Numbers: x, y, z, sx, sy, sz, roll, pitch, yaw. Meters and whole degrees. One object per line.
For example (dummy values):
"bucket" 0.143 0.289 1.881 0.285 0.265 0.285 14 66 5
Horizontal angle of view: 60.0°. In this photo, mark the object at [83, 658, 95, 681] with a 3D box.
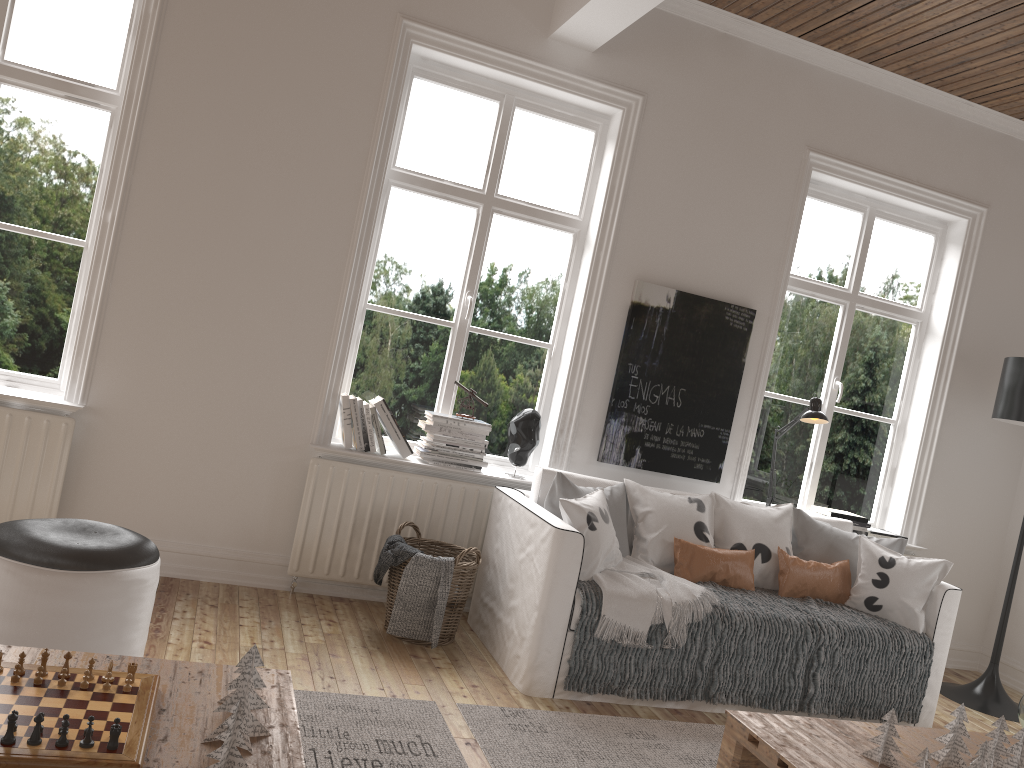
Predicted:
"object" -0.911 0.615 1.918 0.022 0.047 0.022 12 1 14

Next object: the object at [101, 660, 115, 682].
"object" -0.876 0.624 1.931 0.026 0.044 0.026 12 1 27

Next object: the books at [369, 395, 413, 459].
"books" -0.563 0.198 4.121 0.226 0.255 0.176 11 1 -18

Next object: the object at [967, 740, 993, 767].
"object" 1.225 1.020 2.331 0.097 0.178 0.103 13 1 35

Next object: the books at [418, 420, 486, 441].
"books" -0.289 0.219 4.221 0.296 0.028 0.180 11 1 -18

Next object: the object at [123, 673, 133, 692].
"object" -0.822 0.639 1.901 0.017 0.037 0.017 12 1 1

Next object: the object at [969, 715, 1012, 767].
"object" 1.453 1.069 2.648 0.090 0.164 0.095 12 1 -11

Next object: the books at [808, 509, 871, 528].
"books" 1.800 0.742 4.883 0.258 0.023 0.212 11 1 -18

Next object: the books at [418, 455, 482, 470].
"books" -0.298 0.365 4.204 0.285 0.012 0.159 11 1 -18

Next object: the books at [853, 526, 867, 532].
"books" 1.790 0.764 4.873 0.242 0.023 0.191 11 1 -20

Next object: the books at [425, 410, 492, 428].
"books" -0.257 0.166 4.198 0.288 0.016 0.182 11 1 -18

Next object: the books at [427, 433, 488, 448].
"books" -0.263 0.264 4.219 0.263 0.017 0.167 11 1 -18

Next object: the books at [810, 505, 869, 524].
"books" 1.797 0.716 4.877 0.239 0.028 0.190 12 1 -16

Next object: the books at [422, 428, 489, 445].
"books" -0.272 0.244 4.229 0.288 0.016 0.182 11 1 -18

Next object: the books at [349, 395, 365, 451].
"books" -0.720 0.176 4.064 0.112 0.235 0.172 11 1 -18

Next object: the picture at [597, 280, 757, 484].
"picture" 0.834 0.000 4.454 0.680 0.908 0.041 11 1 -18

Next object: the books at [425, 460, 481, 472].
"books" -0.287 0.380 4.213 0.254 0.012 0.161 11 1 -18

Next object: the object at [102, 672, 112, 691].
"object" -0.860 0.631 1.887 0.017 0.037 0.017 12 1 1

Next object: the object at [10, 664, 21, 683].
"object" -1.025 0.598 1.836 0.017 0.037 0.017 12 1 1

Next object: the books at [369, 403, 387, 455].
"books" -0.630 0.206 4.096 0.118 0.213 0.161 11 1 -18

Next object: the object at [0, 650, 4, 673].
"object" -1.080 0.582 1.865 0.026 0.044 0.026 12 1 27

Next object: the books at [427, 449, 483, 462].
"books" -0.279 0.330 4.218 0.254 0.013 0.161 11 1 -18

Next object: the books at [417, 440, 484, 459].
"books" -0.296 0.312 4.226 0.288 0.016 0.182 11 1 -18

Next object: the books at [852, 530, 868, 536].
"books" 1.790 0.792 4.883 0.258 0.032 0.191 12 1 -16

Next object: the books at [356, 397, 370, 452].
"books" -0.691 0.184 4.077 0.104 0.232 0.152 11 1 -18

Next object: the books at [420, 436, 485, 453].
"books" -0.285 0.287 4.211 0.285 0.012 0.159 11 1 -18

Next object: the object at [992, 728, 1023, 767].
"object" 1.420 1.049 2.478 0.113 0.195 0.107 12 1 -11

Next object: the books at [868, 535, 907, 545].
"books" 2.044 0.853 4.962 0.253 0.014 0.187 11 1 -18

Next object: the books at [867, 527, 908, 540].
"books" 2.046 0.826 4.969 0.251 0.012 0.202 11 1 -16

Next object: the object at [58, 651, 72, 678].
"object" -0.957 0.601 1.906 0.025 0.055 0.025 12 1 14

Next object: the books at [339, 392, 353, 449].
"books" -0.763 0.165 4.061 0.093 0.239 0.172 11 1 -18

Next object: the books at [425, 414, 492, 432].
"books" -0.258 0.182 4.210 0.288 0.016 0.182 11 1 -18

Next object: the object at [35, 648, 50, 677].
"object" -0.997 0.591 1.890 0.025 0.058 0.025 12 1 27

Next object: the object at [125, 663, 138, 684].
"object" -0.834 0.634 1.944 0.019 0.040 0.019 12 1 16

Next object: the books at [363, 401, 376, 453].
"books" -0.666 0.196 4.090 0.101 0.218 0.161 11 1 -18

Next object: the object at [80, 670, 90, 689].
"object" -0.901 0.623 1.875 0.017 0.037 0.017 12 1 1

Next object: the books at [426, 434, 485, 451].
"books" -0.270 0.278 4.209 0.254 0.012 0.161 11 1 -18

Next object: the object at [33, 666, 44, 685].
"object" -0.986 0.606 1.850 0.017 0.037 0.017 12 1 1

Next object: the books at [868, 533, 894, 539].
"books" 2.043 0.838 4.962 0.248 0.014 0.187 11 1 -20

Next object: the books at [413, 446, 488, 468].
"books" -0.294 0.345 4.214 0.331 0.025 0.176 11 1 -18

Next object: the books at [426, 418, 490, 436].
"books" -0.261 0.201 4.211 0.273 0.021 0.174 11 1 -18

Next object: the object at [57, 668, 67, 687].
"object" -0.943 0.614 1.862 0.017 0.037 0.017 12 1 1

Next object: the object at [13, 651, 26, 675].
"object" -1.039 0.589 1.878 0.022 0.047 0.022 12 1 14

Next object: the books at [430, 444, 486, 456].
"books" -0.264 0.304 4.210 0.256 0.013 0.161 11 1 -18

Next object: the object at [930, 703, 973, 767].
"object" 1.296 1.022 2.587 0.112 0.193 0.106 12 1 10
